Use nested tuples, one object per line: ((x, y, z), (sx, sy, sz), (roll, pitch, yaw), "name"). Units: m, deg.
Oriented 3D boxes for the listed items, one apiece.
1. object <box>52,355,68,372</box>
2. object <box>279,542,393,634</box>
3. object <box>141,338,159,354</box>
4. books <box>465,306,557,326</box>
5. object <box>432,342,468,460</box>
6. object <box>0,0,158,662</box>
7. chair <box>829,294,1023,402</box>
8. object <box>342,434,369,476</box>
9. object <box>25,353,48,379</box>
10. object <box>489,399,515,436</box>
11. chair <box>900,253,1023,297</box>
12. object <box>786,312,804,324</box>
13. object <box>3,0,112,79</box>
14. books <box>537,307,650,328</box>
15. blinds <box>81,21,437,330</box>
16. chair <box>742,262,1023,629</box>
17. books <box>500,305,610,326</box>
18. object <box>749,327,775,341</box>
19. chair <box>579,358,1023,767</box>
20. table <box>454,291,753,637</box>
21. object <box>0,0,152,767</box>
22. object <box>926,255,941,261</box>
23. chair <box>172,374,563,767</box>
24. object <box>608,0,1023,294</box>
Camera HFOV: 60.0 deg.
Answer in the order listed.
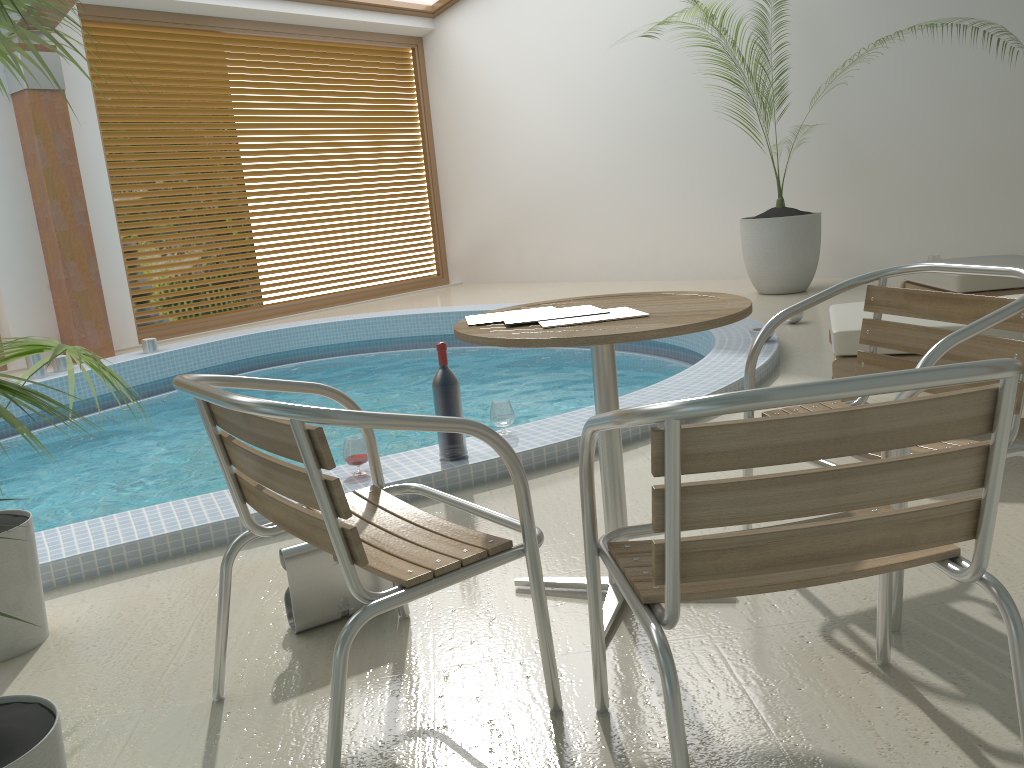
((-3.315, -0.151, 6.516), (0.115, 0.107, 0.115), (-6, 12, 0), "object")
((-0.443, 0.485, 2.260), (0.272, 0.223, 0.081), (-12, 13, -28), "object")
((-2.879, -0.306, 7.053), (0.115, 0.107, 0.115), (-6, 12, 0), "object")
((0.005, -0.167, 2.171), (0.241, 0.004, 0.166), (-7, 12, -7), "books")
((-0.238, 0.060, 3.270), (0.109, 0.435, 0.109), (-9, 12, -14), "object")
((-1.437, -0.161, 2.204), (0.791, 1.695, 1.059), (1, 13, 28), "object")
((2.150, -0.293, 3.183), (1.903, 0.866, 0.861), (-1, 13, 19), "chair")
((-0.563, 0.258, 3.216), (0.102, 0.137, 0.102), (-15, 15, -39), "object")
((-3.374, -0.169, 6.274), (0.115, 0.254, 0.115), (-7, 12, -8), "object")
((-0.040, 0.133, 3.566), (0.102, 0.137, 0.102), (-15, 15, -39), "object")
((3.133, -0.692, 4.622), (1.903, 0.866, 0.861), (-5, 12, 3), "chair")
((1.889, -0.442, 5.962), (0.140, 0.069, 0.140), (-3, 12, 10), "object")
((-1.658, -0.609, 1.325), (2.729, 2.960, 2.979), (-13, 14, -31), "object")
((0.174, -0.153, 2.027), (0.241, 0.004, 0.166), (-7, 12, -7), "books")
((-2.522, -2.269, 9.657), (0.095, 2.921, 4.414), (5, 16, 40), "blinds")
((0.927, 0.096, 2.212), (0.563, 0.727, 0.618), (-9, 12, -16), "chair")
((0.093, -0.164, 2.094), (0.241, 0.004, 0.166), (-7, 12, -7), "books")
((1.411, -0.275, 5.000), (0.140, 0.069, 0.140), (-3, 12, 10), "object")
((0.464, 0.291, 1.496), (0.618, 0.727, 0.563), (-7, 12, -6), "chair")
((0.244, 0.179, 2.183), (0.700, 0.720, 0.700), (-12, 14, -29), "table")
((-0.746, -0.001, 1.119), (0.791, 1.695, 1.059), (-8, 12, -13), "object")
((2.680, -0.748, 5.635), (0.102, 0.137, 0.102), (-13, 14, -33), "object")
((-0.301, 0.302, 1.801), (0.563, 0.727, 0.618), (-14, 15, -36), "chair")
((2.241, -2.205, 7.107), (2.979, 2.960, 2.729), (-4, 12, 6), "object")
